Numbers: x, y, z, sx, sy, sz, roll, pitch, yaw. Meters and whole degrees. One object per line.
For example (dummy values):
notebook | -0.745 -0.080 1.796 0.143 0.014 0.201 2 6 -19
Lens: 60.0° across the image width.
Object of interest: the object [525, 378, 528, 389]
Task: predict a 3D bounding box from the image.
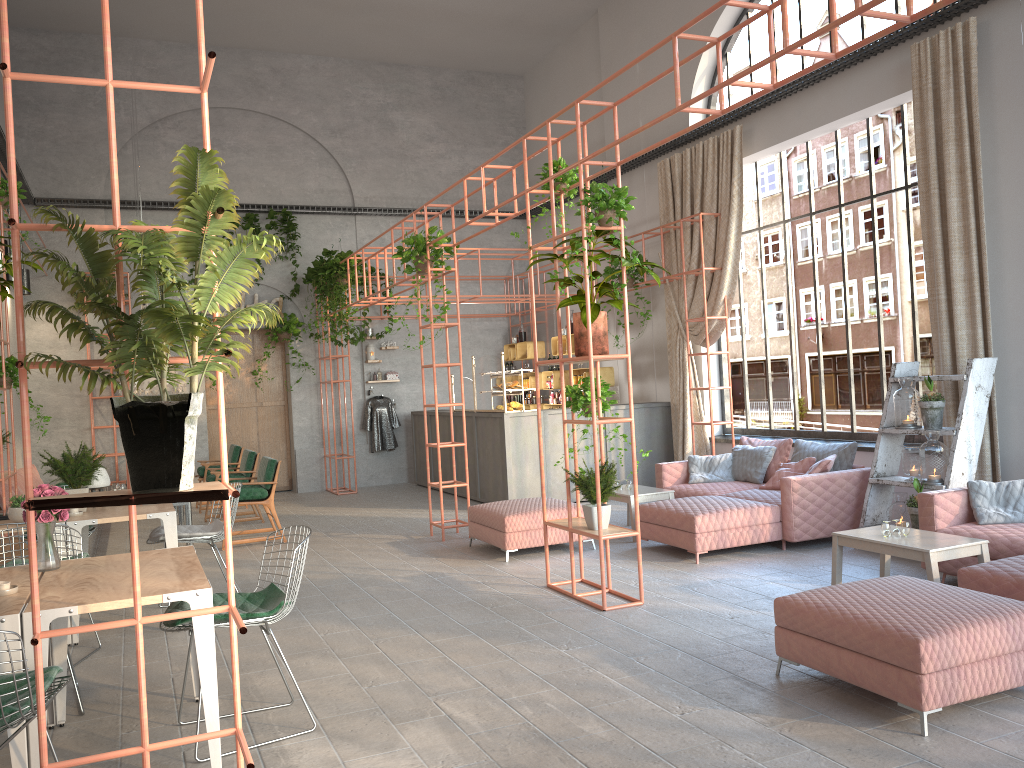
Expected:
object | 0.255 0.003 14.840 0.069 0.191 0.069 -3 0 12

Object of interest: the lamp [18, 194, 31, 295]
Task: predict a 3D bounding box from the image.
lamp | -6.901 -1.966 12.453 0.185 1.425 0.179 -3 0 -23

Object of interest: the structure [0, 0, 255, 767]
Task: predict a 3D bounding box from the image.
structure | -1.220 -0.136 2.780 0.624 3.602 0.424 -3 0 -23

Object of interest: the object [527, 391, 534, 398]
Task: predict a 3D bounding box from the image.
object | 0.319 0.179 14.924 0.115 0.107 0.115 -3 0 3

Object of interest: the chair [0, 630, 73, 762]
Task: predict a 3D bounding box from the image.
chair | -1.858 1.229 3.026 0.565 0.941 0.717 -3 0 -7

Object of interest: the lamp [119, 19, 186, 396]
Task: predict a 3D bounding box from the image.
lamp | -4.697 -1.870 11.203 0.704 4.052 4.456 -3 0 -23

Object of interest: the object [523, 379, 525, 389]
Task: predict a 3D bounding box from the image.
object | 0.223 0.005 14.914 0.069 0.191 0.069 -3 0 19

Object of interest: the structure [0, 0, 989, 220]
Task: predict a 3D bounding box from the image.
structure | -3.670 -2.888 6.535 15.603 0.110 15.203 -3 0 -23

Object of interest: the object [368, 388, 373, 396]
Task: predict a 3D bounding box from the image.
object | -2.410 0.134 15.119 0.093 0.121 0.049 -3 0 -21

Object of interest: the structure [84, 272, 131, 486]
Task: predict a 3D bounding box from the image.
structure | -6.014 0.137 13.364 0.630 3.597 0.430 -3 0 -23

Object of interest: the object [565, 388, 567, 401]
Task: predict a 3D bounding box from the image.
object | 0.826 0.184 13.564 0.082 0.246 0.082 -3 0 9

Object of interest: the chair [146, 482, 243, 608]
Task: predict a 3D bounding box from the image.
chair | -2.425 1.263 6.827 0.717 0.941 0.565 -3 0 -27

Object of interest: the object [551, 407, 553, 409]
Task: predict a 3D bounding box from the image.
object | 0.642 0.479 14.077 0.074 0.243 0.072 -3 0 9

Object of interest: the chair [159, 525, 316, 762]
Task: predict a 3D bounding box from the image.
chair | -1.312 1.200 4.276 0.717 0.941 0.565 -3 0 -27

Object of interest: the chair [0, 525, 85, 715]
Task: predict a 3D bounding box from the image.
chair | -2.597 1.271 4.729 0.565 0.941 0.717 -3 0 -22

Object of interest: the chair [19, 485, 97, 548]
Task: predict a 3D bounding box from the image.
chair | -3.711 1.334 7.280 0.565 0.941 0.717 -3 0 -22

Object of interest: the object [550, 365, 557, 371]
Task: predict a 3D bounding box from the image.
object | 0.661 -0.280 13.942 0.115 0.147 0.115 -3 0 -14

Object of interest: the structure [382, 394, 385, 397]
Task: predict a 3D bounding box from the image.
structure | -2.219 0.202 15.219 0.066 0.044 0.019 -3 0 -23

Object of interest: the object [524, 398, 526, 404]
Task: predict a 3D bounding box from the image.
object | 0.238 0.288 14.960 0.115 0.107 0.115 -3 0 34

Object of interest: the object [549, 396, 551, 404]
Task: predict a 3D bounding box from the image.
object | 0.618 0.255 14.055 0.073 0.131 0.073 -3 0 32

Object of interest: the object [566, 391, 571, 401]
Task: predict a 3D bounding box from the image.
object | 0.863 0.160 13.490 0.066 0.291 0.066 -3 0 -39

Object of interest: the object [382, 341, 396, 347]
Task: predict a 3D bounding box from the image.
object | -2.116 -0.685 15.217 0.263 0.101 0.013 -3 0 -23

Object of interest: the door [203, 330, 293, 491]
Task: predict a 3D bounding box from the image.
door | -4.529 0.470 15.031 1.360 2.729 0.551 -3 0 -23

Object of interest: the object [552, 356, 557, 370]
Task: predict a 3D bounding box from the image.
object | 0.672 -0.353 14.065 0.066 0.291 0.066 -3 0 -17

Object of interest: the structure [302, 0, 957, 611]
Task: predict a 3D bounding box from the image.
structure | 1.200 -0.283 8.869 4.157 4.247 14.689 -3 0 -23

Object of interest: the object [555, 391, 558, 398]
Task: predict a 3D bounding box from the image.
object | 0.708 0.211 13.999 0.070 0.209 0.070 -3 0 25

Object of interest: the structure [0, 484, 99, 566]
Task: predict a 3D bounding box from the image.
structure | -7.030 1.742 9.776 4.386 0.500 5.831 -3 0 -23

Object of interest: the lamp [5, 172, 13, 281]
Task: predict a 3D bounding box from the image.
lamp | -6.424 -1.993 11.343 0.185 1.425 0.179 -3 0 -23

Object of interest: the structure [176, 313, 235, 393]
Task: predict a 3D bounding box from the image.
structure | -5.005 -0.584 14.129 0.921 1.527 0.950 -3 0 10

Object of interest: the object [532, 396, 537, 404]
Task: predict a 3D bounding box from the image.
object | 0.374 0.269 14.791 0.073 0.131 0.073 -3 0 -30

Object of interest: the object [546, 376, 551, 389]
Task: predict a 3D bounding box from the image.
object | 0.612 -0.025 14.078 0.131 0.207 0.131 -3 0 22

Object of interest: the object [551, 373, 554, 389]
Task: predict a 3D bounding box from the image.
object | 0.661 -0.054 13.929 0.072 0.248 0.094 -3 0 -23

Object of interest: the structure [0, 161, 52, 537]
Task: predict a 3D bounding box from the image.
structure | -6.383 -0.429 7.352 4.501 4.345 14.096 -3 0 -25

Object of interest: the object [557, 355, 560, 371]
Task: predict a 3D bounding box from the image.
object | 0.747 -0.357 14.095 0.066 0.291 0.066 -3 0 17

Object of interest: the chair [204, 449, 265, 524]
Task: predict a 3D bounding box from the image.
chair | -3.638 1.344 11.535 0.685 0.930 0.722 -3 0 -23

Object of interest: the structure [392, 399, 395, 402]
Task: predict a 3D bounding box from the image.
structure | -2.044 0.284 15.294 0.066 0.044 0.019 -3 0 -23

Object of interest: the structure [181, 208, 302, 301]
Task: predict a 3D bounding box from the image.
structure | -4.363 -2.071 14.266 1.939 1.514 0.856 -3 0 -29

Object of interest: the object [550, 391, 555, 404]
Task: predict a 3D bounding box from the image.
object | 0.640 0.214 13.971 0.070 0.209 0.070 -3 0 27

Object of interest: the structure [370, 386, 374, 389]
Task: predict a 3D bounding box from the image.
structure | -2.391 0.059 15.145 0.066 0.044 0.019 -3 0 -23

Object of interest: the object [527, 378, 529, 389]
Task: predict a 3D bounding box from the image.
object | 0.291 0.001 14.756 0.069 0.191 0.069 -3 0 -6

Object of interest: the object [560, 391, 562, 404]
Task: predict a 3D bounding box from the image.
object | 0.791 0.186 13.658 0.072 0.248 0.094 -3 0 -23

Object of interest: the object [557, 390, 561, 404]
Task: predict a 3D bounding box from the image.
object | 0.744 0.204 13.755 0.073 0.219 0.105 -3 0 -17

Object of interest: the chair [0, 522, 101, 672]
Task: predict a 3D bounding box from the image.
chair | -2.971 1.292 5.577 0.565 0.941 0.717 -3 0 -7

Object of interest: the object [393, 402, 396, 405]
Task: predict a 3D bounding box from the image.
object | -2.016 0.367 15.291 0.033 0.146 0.070 -3 0 38

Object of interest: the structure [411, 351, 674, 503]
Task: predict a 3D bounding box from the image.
structure | 0.292 0.577 13.579 2.579 2.022 4.057 -3 0 -23

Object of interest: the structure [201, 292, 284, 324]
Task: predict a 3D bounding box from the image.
structure | -4.364 -1.231 14.361 1.312 0.505 0.063 -3 0 -23

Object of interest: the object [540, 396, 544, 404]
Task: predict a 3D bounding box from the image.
object | 0.503 0.262 14.852 0.073 0.131 0.073 -3 0 0

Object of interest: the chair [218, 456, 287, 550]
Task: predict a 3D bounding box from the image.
chair | -2.940 1.304 9.909 0.685 0.929 0.722 -3 0 -23

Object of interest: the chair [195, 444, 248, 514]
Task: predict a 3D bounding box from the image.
chair | -4.321 1.383 13.128 0.685 0.930 0.722 -3 0 -23

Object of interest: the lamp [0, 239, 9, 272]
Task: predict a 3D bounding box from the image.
lamp | -5.952 -2.020 10.243 0.185 1.425 0.179 -3 0 -23

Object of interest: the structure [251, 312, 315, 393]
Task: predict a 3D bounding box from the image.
structure | -3.809 -0.629 14.689 0.950 1.527 0.921 -3 0 -25

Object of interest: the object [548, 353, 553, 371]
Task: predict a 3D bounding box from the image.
object | 0.601 -0.349 14.034 0.066 0.291 0.066 -3 0 37
